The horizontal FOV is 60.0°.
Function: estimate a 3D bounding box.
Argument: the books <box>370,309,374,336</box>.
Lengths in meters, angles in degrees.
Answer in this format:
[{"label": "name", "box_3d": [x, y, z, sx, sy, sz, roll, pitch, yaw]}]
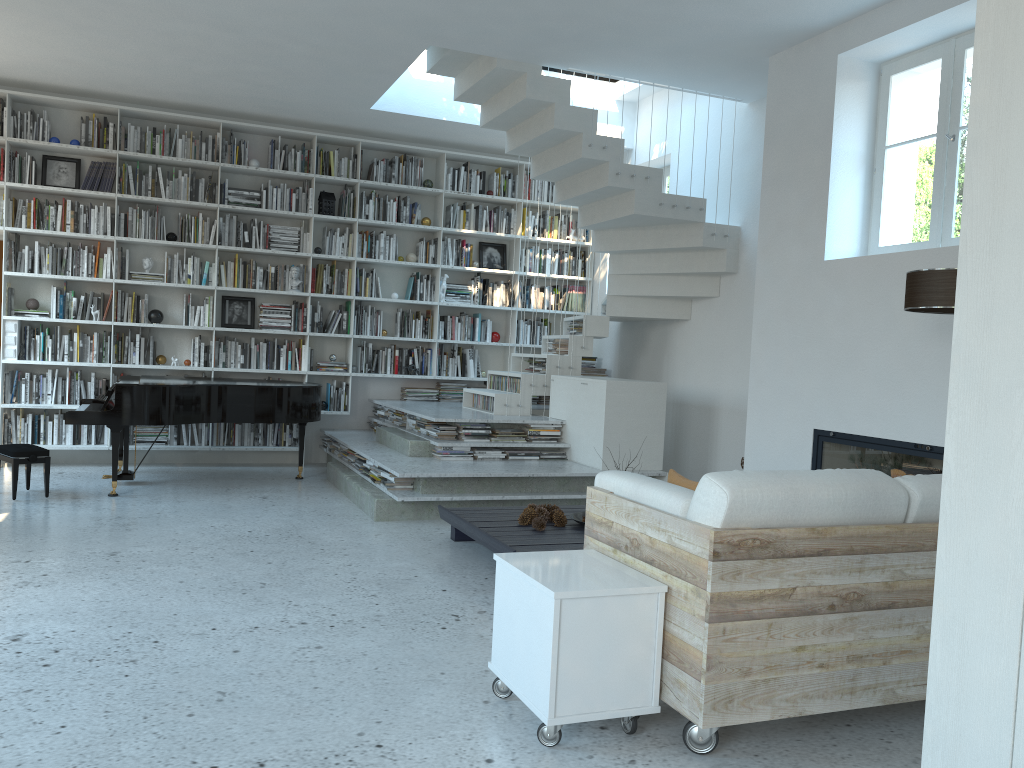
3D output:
[{"label": "books", "box_3d": [-1.394, -0.606, 8.728, 0.012, 0.267, 0.183, 2, 3, -22]}]

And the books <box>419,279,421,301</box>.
[{"label": "books", "box_3d": [-0.945, -0.939, 8.902, 0.007, 0.230, 0.146, 2, 3, -22]}]

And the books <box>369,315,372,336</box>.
[{"label": "books", "box_3d": [-1.411, -0.575, 8.736, 0.013, 0.203, 0.167, 2, 3, -22]}]

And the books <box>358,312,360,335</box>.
[{"label": "books", "box_3d": [-1.509, -0.617, 8.685, 0.006, 0.281, 0.155, 2, 3, -22]}]

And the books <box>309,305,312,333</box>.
[{"label": "books", "box_3d": [-1.952, -0.625, 8.520, 0.024, 0.263, 0.154, 2, 3, -22]}]

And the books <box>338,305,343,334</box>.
[{"label": "books", "box_3d": [-1.668, -0.626, 8.630, 0.013, 0.286, 0.138, 2, 3, -22]}]

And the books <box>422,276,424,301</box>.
[{"label": "books", "box_3d": [-0.912, -0.952, 8.899, 0.015, 0.259, 0.152, 2, 3, -22]}]

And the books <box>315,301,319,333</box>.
[{"label": "books", "box_3d": [-1.879, -0.644, 8.539, 0.013, 0.307, 0.141, 2, 3, -22]}]

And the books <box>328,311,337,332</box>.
[{"label": "books", "box_3d": [-1.759, -0.597, 8.599, 0.095, 0.226, 0.144, 2, 3, -22]}]

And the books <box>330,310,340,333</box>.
[{"label": "books", "box_3d": [-1.732, -0.603, 8.603, 0.094, 0.239, 0.149, 2, 3, -22]}]

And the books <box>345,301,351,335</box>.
[{"label": "books", "box_3d": [-1.604, -0.642, 8.642, 0.014, 0.325, 0.182, 2, 3, -22]}]

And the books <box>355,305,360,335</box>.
[{"label": "books", "box_3d": [-1.521, -0.625, 8.682, 0.018, 0.295, 0.177, 2, 3, -22]}]

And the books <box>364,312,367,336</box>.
[{"label": "books", "box_3d": [-1.456, -0.587, 8.692, 0.011, 0.226, 0.188, 2, 3, -22]}]

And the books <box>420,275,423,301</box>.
[{"label": "books", "box_3d": [-0.927, -0.955, 8.892, 0.018, 0.263, 0.165, 2, 3, -22]}]

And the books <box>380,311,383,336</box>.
[{"label": "books", "box_3d": [-1.311, -0.595, 8.771, 0.013, 0.251, 0.172, 2, 3, -22]}]

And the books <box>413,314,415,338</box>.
[{"label": "books", "box_3d": [-1.002, -0.582, 8.907, 0.030, 0.244, 0.135, 2, 3, -22]}]

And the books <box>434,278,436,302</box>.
[{"label": "books", "box_3d": [-0.794, -0.941, 8.943, 0.010, 0.246, 0.158, 2, 3, -22]}]

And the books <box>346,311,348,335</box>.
[{"label": "books", "box_3d": [-1.623, -0.594, 8.640, 0.021, 0.226, 0.148, 2, 3, -22]}]

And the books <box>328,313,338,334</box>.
[{"label": "books", "box_3d": [-1.747, -0.589, 8.599, 0.090, 0.212, 0.143, 2, 3, -22]}]

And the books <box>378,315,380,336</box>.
[{"label": "books", "box_3d": [-1.335, -0.574, 8.757, 0.014, 0.207, 0.180, 2, 3, -22]}]

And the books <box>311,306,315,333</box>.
[{"label": "books", "box_3d": [-1.927, -0.619, 8.527, 0.028, 0.253, 0.142, 2, 3, -22]}]

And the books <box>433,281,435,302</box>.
[{"label": "books", "box_3d": [-0.814, -0.925, 8.946, 0.023, 0.212, 0.164, 2, 3, -22]}]

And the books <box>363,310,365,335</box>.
[{"label": "books", "box_3d": [-1.470, -0.599, 8.697, 0.013, 0.249, 0.165, 2, 3, -22]}]

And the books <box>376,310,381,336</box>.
[{"label": "books", "box_3d": [-1.323, -0.601, 8.765, 0.014, 0.261, 0.141, 2, 3, -22]}]

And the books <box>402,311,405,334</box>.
[{"label": "books", "box_3d": [-1.096, -0.594, 8.859, 0.015, 0.262, 0.149, 2, 3, -22]}]

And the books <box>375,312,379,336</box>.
[{"label": "books", "box_3d": [-1.349, -0.590, 8.754, 0.015, 0.238, 0.176, 2, 3, -22]}]

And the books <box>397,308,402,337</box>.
[{"label": "books", "box_3d": [-1.129, -0.609, 8.859, 0.016, 0.290, 0.131, 2, 3, -22]}]

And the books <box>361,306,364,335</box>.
[{"label": "books", "box_3d": [-1.477, -0.617, 8.690, 0.005, 0.284, 0.159, 2, 3, -22]}]

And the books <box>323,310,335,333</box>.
[{"label": "books", "box_3d": [-1.780, -0.598, 8.564, 0.095, 0.228, 0.190, 2, 3, -22]}]

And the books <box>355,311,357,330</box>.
[{"label": "books", "box_3d": [-1.541, -0.598, 8.691, 0.011, 0.239, 0.136, 2, 3, -22]}]

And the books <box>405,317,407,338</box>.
[{"label": "books", "box_3d": [-1.075, -0.567, 8.890, 0.031, 0.208, 0.122, 2, 3, -22]}]

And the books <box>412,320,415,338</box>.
[{"label": "books", "box_3d": [-1.010, -0.550, 8.874, 0.018, 0.182, 0.182, 2, 3, -22]}]

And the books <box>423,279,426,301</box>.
[{"label": "books", "box_3d": [-0.898, -0.934, 8.898, 0.012, 0.224, 0.178, 2, 3, -22]}]

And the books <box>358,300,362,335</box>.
[{"label": "books", "box_3d": [-1.496, -0.648, 8.707, 0.007, 0.342, 0.149, 2, 3, -22]}]

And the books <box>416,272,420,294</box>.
[{"label": "books", "box_3d": [-0.952, -0.972, 8.896, 0.013, 0.295, 0.153, 2, 3, -22]}]

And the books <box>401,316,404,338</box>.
[{"label": "books", "box_3d": [-1.106, -0.570, 8.841, 0.016, 0.216, 0.177, 2, 3, -22]}]

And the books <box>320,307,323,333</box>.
[{"label": "books", "box_3d": [-1.851, -0.614, 8.563, 0.035, 0.248, 0.140, 2, 3, -22]}]

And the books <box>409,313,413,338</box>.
[{"label": "books", "box_3d": [-1.025, -0.585, 8.866, 0.018, 0.251, 0.184, 2, 3, -22]}]

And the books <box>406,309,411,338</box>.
[{"label": "books", "box_3d": [-1.046, -0.604, 8.885, 0.007, 0.285, 0.159, 2, 3, -22]}]

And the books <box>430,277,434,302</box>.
[{"label": "books", "box_3d": [-0.823, -0.945, 8.925, 0.011, 0.253, 0.169, 2, 3, -22]}]

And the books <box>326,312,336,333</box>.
[{"label": "books", "box_3d": [-1.766, -0.588, 8.575, 0.089, 0.210, 0.175, 2, 3, -22]}]

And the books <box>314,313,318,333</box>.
[{"label": "books", "box_3d": [-1.895, -0.586, 8.520, 0.027, 0.192, 0.182, 2, 3, -22]}]

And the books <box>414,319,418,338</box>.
[{"label": "books", "box_3d": [-0.975, -0.555, 8.899, 0.015, 0.195, 0.175, 2, 3, -22]}]

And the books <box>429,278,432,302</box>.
[{"label": "books", "box_3d": [-0.841, -0.943, 8.936, 0.013, 0.245, 0.158, 2, 3, -22]}]

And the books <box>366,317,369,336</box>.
[{"label": "books", "box_3d": [-1.437, -0.567, 8.710, 0.013, 0.186, 0.183, 2, 3, -22]}]

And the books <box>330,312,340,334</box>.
[{"label": "books", "box_3d": [-1.732, -0.590, 8.614, 0.090, 0.215, 0.139, 2, 3, -22]}]

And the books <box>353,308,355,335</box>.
[{"label": "books", "box_3d": [-1.557, -0.612, 8.663, 0.010, 0.267, 0.157, 2, 3, -22]}]

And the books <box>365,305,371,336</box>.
[{"label": "books", "box_3d": [-1.421, -0.622, 8.711, 0.014, 0.297, 0.175, 2, 3, -22]}]

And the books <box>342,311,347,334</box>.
[{"label": "books", "box_3d": [-1.642, -0.593, 8.620, 0.029, 0.223, 0.171, 2, 3, -22]}]

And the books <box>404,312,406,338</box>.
[{"label": "books", "box_3d": [-1.085, -0.592, 8.863, 0.008, 0.259, 0.158, 2, 3, -22]}]

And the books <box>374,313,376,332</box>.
[{"label": "books", "box_3d": [-1.364, -0.583, 8.759, 0.008, 0.223, 0.133, 2, 3, -22]}]

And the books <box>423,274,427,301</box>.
[{"label": "books", "box_3d": [-0.884, -0.959, 8.918, 0.032, 0.275, 0.154, 2, 3, -22]}]

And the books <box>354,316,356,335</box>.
[{"label": "books", "box_3d": [-1.551, -0.573, 8.679, 0.015, 0.188, 0.168, 2, 3, -22]}]

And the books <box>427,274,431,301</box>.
[{"label": "books", "box_3d": [-0.856, -0.957, 8.906, 0.012, 0.274, 0.183, 2, 3, -22]}]

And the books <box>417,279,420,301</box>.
[{"label": "books", "box_3d": [-0.960, -0.934, 8.878, 0.013, 0.219, 0.187, 2, 3, -22]}]

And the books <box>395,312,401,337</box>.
[{"label": "books", "box_3d": [-1.142, -0.590, 8.842, 0.019, 0.252, 0.130, 2, 3, -22]}]

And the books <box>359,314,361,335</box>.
[{"label": "books", "box_3d": [-1.505, -0.579, 8.698, 0.013, 0.204, 0.154, 2, 3, -22]}]

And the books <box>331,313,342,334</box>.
[{"label": "books", "box_3d": [-1.716, -0.583, 8.609, 0.091, 0.205, 0.169, 2, 3, -22]}]

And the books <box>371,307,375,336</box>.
[{"label": "books", "box_3d": [-1.381, -0.615, 8.750, 0.006, 0.285, 0.159, 2, 3, -22]}]
